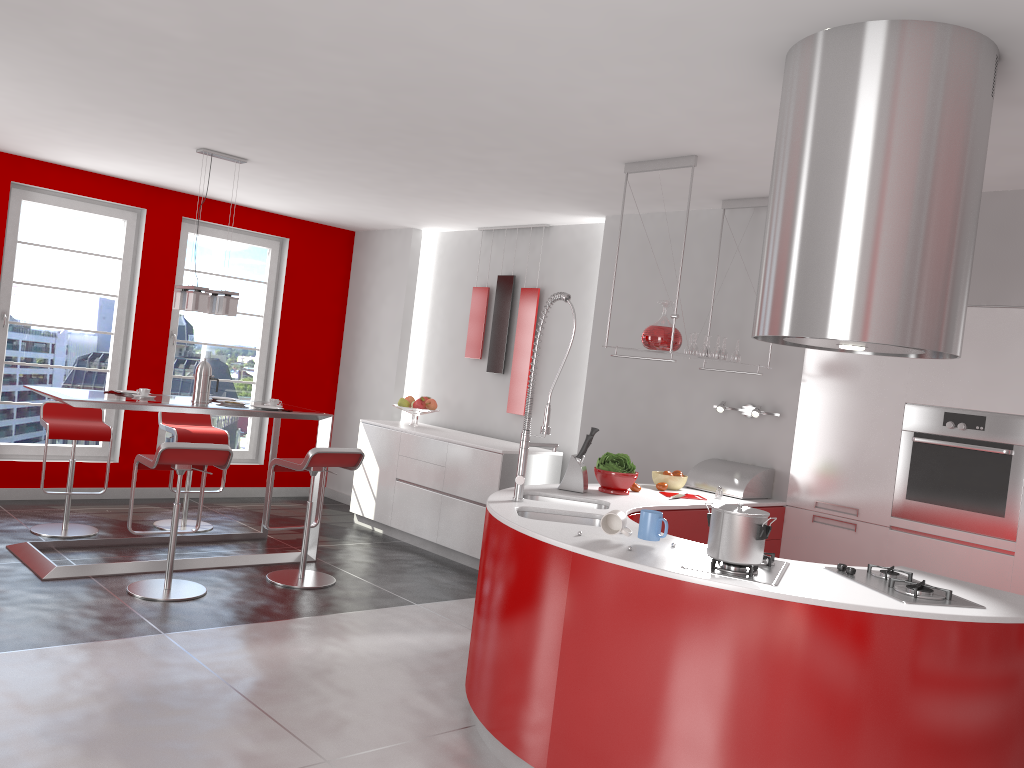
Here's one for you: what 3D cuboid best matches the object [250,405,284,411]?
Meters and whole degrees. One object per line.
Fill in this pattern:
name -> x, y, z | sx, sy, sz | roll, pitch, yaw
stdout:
object -> -1.600, 0.158, 5.794 | 0.217, 0.015, 0.217 | 7, 1, -6

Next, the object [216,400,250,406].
object -> -1.848, 0.127, 5.873 | 0.217, 0.015, 0.217 | 7, 1, -5

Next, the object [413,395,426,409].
object -> -0.769, 0.155, 7.322 | 0.117, 0.133, 0.097 | 7, 1, 37

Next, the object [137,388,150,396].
object -> -2.306, 0.054, 5.546 | 0.078, 0.049, 0.062 | 6, 1, -20

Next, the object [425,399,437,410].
object -> -0.667, 0.172, 7.403 | 0.097, 0.101, 0.121 | 7, 1, 26

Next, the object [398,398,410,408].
object -> -0.895, 0.159, 7.349 | 0.100, 0.086, 0.083 | 7, 1, 7

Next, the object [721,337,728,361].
object -> 1.199, -0.194, 5.022 | 0.060, 0.141, 0.060 | 6, 1, -43

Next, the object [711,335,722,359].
object -> 1.144, -0.199, 4.938 | 0.060, 0.141, 0.060 | 6, 1, -43

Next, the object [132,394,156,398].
object -> -2.302, 0.079, 5.549 | 0.119, 0.016, 0.119 | 7, 1, 27

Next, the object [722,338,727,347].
object -> 1.216, -0.194, 5.112 | 0.060, 0.141, 0.060 | 6, 1, -43

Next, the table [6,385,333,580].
table -> -2.153, 0.604, 5.706 | 1.700, 1.000, 0.800 | 6, 1, -43

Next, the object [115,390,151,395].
object -> -2.439, 0.059, 5.712 | 0.217, 0.015, 0.217 | 6, 1, -19

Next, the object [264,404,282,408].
object -> -1.621, 0.152, 6.027 | 0.119, 0.016, 0.119 | 6, 1, -23

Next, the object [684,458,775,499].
object -> 1.261, 0.546, 5.163 | 0.300, 0.170, 0.400 | 6, 1, -43

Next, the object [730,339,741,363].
object -> 1.281, -0.185, 5.057 | 0.060, 0.141, 0.060 | 6, 1, -43

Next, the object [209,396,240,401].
object -> -1.993, 0.105, 6.135 | 0.217, 0.015, 0.217 | 7, 1, 23

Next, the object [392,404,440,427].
object -> -0.809, 0.273, 7.412 | 0.398, 0.159, 0.398 | 7, 1, 7

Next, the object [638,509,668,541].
object -> 0.512, 0.510, 3.187 | 0.109, 0.100, 0.080 | 7, 1, 20

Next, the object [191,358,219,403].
object -> -1.986, -0.024, 5.745 | 0.149, 0.287, 0.113 | 6, 1, -35

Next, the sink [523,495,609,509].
sink -> 0.231, 0.639, 4.093 | 0.428, 0.172, 0.326 | 7, 1, 8

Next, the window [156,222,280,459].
window -> -2.619, -0.345, 7.932 | 0.938, 2.038, 0.117 | 6, 1, -43

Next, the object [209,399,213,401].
object -> -2.064, 0.101, 5.910 | 0.119, 0.016, 0.119 | 8, 1, 45

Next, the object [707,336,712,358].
object -> 1.123, -0.204, 5.093 | 0.060, 0.141, 0.060 | 7, 1, 24

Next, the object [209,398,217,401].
object -> -2.096, 0.096, 6.043 | 0.095, 0.012, 0.234 | 6, 1, -44

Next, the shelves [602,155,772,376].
shelves -> 1.028, -0.604, 4.842 | 0.934, 1.023, 0.462 | 6, 1, -43

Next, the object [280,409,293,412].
object -> -1.495, 0.170, 5.883 | 0.095, 0.012, 0.234 | 6, 1, -43

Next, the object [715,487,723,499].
object -> 1.133, 0.593, 4.850 | 0.043, 0.066, 0.042 | 6, 1, -30

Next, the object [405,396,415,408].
object -> -0.865, 0.152, 7.494 | 0.096, 0.105, 0.117 | 7, 1, -14

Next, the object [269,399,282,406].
object -> -1.613, 0.129, 6.032 | 0.078, 0.049, 0.062 | 6, 1, -43

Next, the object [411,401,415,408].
object -> -0.803, 0.183, 7.438 | 0.086, 0.079, 0.084 | 7, 1, -15

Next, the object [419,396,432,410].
object -> -0.743, 0.154, 7.505 | 0.117, 0.129, 0.150 | 7, 1, 5

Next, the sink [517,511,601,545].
sink -> 0.210, 0.644, 3.607 | 0.428, 0.172, 0.326 | 7, 1, -4

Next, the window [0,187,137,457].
window -> -3.570, -0.443, 7.051 | 0.938, 2.038, 0.117 | 6, 1, -43

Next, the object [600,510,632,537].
object -> 0.383, 0.503, 3.210 | 0.109, 0.080, 0.100 | 7, 1, 17

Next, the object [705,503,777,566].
object -> 0.736, 0.482, 2.894 | 0.218, 0.185, 0.189 | 7, 1, 10
